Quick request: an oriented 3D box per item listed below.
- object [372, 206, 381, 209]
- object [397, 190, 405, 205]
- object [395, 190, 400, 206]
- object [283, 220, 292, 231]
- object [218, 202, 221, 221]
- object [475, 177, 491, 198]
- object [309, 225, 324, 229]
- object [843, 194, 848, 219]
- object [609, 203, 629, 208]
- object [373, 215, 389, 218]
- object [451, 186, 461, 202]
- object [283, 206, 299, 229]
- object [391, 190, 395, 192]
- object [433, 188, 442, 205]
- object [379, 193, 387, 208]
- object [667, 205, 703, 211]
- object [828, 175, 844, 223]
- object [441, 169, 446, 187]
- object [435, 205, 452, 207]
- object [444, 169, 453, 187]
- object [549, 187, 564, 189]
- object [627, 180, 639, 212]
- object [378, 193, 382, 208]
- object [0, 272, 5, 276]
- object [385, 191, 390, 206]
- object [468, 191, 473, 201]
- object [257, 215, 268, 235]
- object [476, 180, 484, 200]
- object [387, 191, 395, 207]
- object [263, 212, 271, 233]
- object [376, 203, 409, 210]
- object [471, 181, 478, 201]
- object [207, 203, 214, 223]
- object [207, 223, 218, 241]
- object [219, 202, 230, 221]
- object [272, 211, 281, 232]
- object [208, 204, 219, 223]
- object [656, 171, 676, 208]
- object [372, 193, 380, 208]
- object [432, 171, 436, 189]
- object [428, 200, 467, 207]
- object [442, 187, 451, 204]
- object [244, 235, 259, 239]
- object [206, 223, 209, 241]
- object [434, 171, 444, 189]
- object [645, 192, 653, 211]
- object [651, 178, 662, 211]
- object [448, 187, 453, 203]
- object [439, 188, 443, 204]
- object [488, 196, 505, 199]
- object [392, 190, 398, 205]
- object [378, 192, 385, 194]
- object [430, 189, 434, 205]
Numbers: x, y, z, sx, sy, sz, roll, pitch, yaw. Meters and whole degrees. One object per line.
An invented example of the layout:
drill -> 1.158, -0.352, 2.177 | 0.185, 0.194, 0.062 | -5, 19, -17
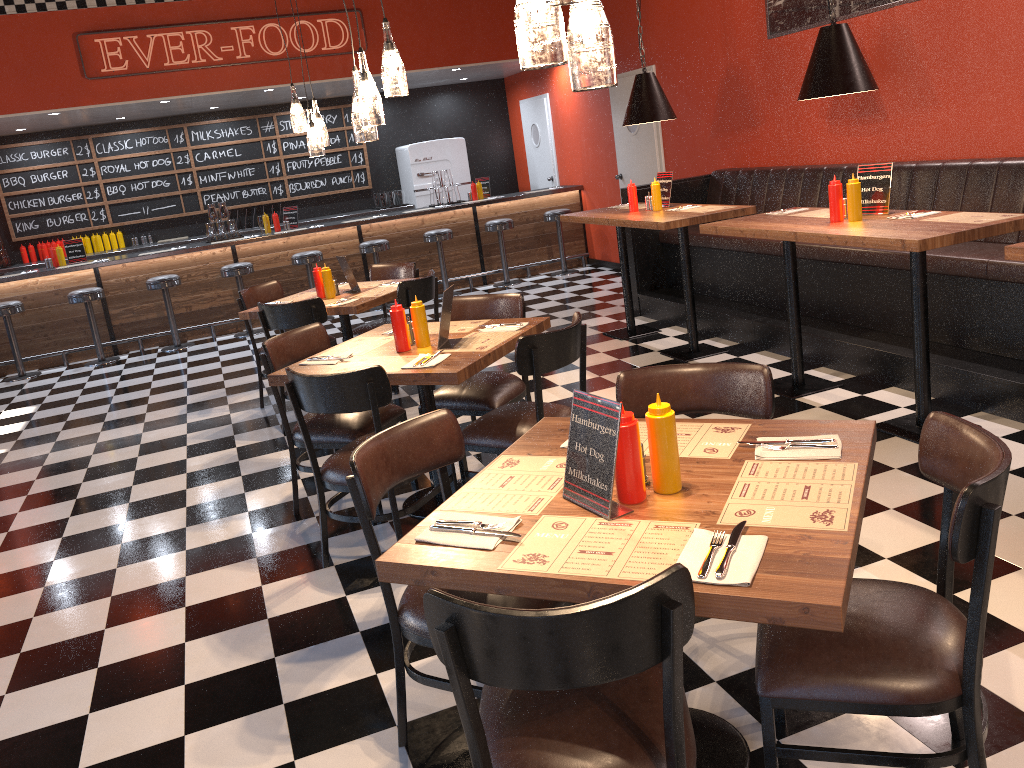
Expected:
object -> -1.733, -2.470, 12.317 | 0.438, 0.018, 0.275 | -13, 16, -18
object -> -1.494, -2.511, 11.981 | 0.105, 0.207, 0.106 | -1, 15, 26
object -> -1.540, -2.533, 12.085 | 0.105, 0.207, 0.106 | -1, 15, 26
object -> -2.594, -1.834, 10.196 | 0.093, 0.135, 0.047 | 0, 15, 31
object -> -3.302, -1.971, 10.121 | 0.105, 0.207, 0.106 | -1, 15, 26
object -> -0.364, -2.451, 11.079 | 0.188, 0.254, 0.073 | -4, 14, 16
object -> -2.232, -1.804, 10.120 | 0.157, 0.019, 0.257 | -9, 15, -2
object -> 1.740, -0.922, 4.584 | 0.047, 0.135, 0.094 | -15, 15, -27
object -> 0.890, -1.449, 7.187 | 0.256, 0.019, 0.158 | -14, 16, -21
object -> -1.545, -1.972, 10.383 | 0.158, 0.019, 0.257 | -13, 16, -17
object -> -0.693, -2.330, 10.890 | 0.105, 0.207, 0.106 | -1, 15, 26
object -> -2.567, -1.925, 10.280 | 0.188, 0.254, 0.073 | -4, 14, 16
object -> -1.633, -2.608, 12.410 | 0.105, 0.207, 0.106 | -1, 15, 26
object -> -0.914, -2.284, 10.835 | 0.105, 0.207, 0.106 | -1, 15, 26
object -> -1.726, -2.459, 11.909 | 0.105, 0.207, 0.106 | -1, 15, 26
object -> 1.208, -1.251, 6.294 | 0.256, 0.019, 0.158 | -14, 16, -21
object -> 1.653, -0.947, 4.521 | 0.068, 0.235, 0.068 | -8, 13, 2
object -> -0.825, -2.539, 10.933 | 0.105, 0.207, 0.106 | -1, 15, 26
object -> -0.830, -2.138, 10.622 | 0.158, 0.019, 0.257 | -14, 16, -21
object -> -0.781, -2.517, 10.830 | 0.105, 0.207, 0.106 | -1, 15, 26
object -> 0.553, -2.462, 11.103 | 0.157, 0.019, 0.257 | -10, 15, -8
object -> 0.894, -1.396, 6.570 | 0.068, 0.235, 0.068 | -20, 17, -42
object -> -1.752, -2.483, 12.012 | 0.105, 0.207, 0.106 | -1, 15, 26
object -> -5.612, -1.125, 9.365 | 0.438, 0.018, 0.275 | -13, 16, -18
object -> -1.749, -2.575, 12.348 | 0.105, 0.207, 0.106 | -1, 15, 26
object -> -0.506, -2.341, 10.982 | 0.094, 0.135, 0.047 | -14, 14, -23
object -> -2.825, -1.804, 10.061 | 0.105, 0.207, 0.106 | -1, 15, 26
object -> -0.399, -2.400, 10.947 | 0.068, 0.235, 0.068 | 3, 17, 40
object -> -1.631, -2.494, 11.990 | 0.105, 0.207, 0.106 | -1, 15, 26
object -> -2.830, -1.861, 10.217 | 0.068, 0.235, 0.068 | -9, 13, -5
object -> -1.623, -2.410, 12.038 | 0.438, 0.018, 0.275 | -13, 16, -18
object -> -0.466, -2.374, 10.886 | 0.068, 0.235, 0.068 | -5, 13, 13
object -> -3.407, -1.944, 10.077 | 0.105, 0.207, 0.106 | -1, 15, 26
object -> -3.391, -1.716, 10.024 | 0.105, 0.207, 0.106 | -1, 15, 26
object -> -3.258, -1.949, 10.019 | 0.105, 0.207, 0.106 | -1, 15, 26
object -> -2.720, -1.876, 10.218 | 0.068, 0.235, 0.068 | -9, 13, -5
object -> -3.372, -1.926, 9.994 | 0.105, 0.207, 0.106 | -1, 15, 26
object -> 1.124, -1.443, 6.588 | 0.072, 0.254, 0.189 | -14, 15, -26
object -> -1.878, -2.542, 12.295 | 0.105, 0.207, 0.106 | -1, 15, 26
object -> -0.930, -2.512, 10.888 | 0.105, 0.207, 0.106 | -1, 15, 26
object -> -0.801, -2.228, 10.941 | 0.438, 0.018, 0.275 | -13, 16, -18
object -> -0.809, -2.305, 10.859 | 0.105, 0.207, 0.106 | -1, 15, 26
object -> -2.915, -1.655, 9.922 | 0.158, 0.019, 0.257 | -14, 16, -21
object -> -3.441, -1.736, 10.123 | 0.105, 0.207, 0.106 | -1, 15, 26
object -> -0.895, -2.494, 10.805 | 0.105, 0.207, 0.106 | -1, 15, 26
object -> 1.015, -1.347, 6.527 | 0.047, 0.135, 0.094 | -15, 15, -26
object -> 1.043, -1.372, 6.406 | 0.068, 0.235, 0.068 | -20, 17, -42
object -> -0.742, -2.351, 10.995 | 0.105, 0.207, 0.106 | -1, 15, 26
object -> -0.853, -2.326, 10.958 | 0.105, 0.207, 0.106 | -1, 15, 26
object -> -0.203, -2.289, 10.856 | 0.158, 0.019, 0.256 | -14, 16, -22
object -> -1.596, -2.581, 12.291 | 0.105, 0.207, 0.106 | -1, 15, 26
object -> -1.783, -2.534, 12.216 | 0.105, 0.207, 0.106 | -1, 15, 26
object -> -0.964, -2.304, 10.934 | 0.105, 0.207, 0.106 | -1, 15, 26
